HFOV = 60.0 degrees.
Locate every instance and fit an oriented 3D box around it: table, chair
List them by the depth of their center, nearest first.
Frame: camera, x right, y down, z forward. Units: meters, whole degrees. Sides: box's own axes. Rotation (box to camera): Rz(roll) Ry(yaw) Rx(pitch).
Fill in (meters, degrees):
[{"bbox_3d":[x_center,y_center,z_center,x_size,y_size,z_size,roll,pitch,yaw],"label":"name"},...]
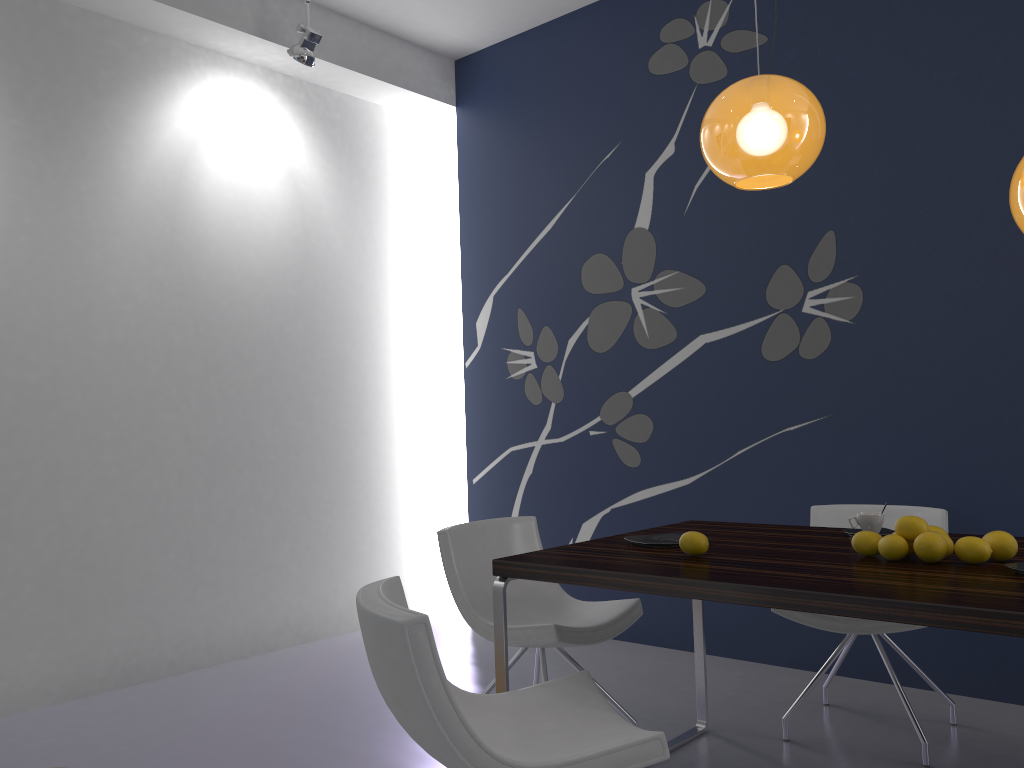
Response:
[{"bbox_3d":[-0.026,0.856,1.993,0.620,0.805,0.508,-1,-3,-14],"label":"chair"},{"bbox_3d":[1.093,0.845,2.275,2.046,0.783,1.127,-4,-4,41],"label":"table"},{"bbox_3d":[0.085,0.913,3.226,0.620,0.805,0.508,-4,-4,41],"label":"chair"},{"bbox_3d":[1.317,0.876,3.287,0.508,0.805,0.620,-4,-3,36],"label":"chair"}]

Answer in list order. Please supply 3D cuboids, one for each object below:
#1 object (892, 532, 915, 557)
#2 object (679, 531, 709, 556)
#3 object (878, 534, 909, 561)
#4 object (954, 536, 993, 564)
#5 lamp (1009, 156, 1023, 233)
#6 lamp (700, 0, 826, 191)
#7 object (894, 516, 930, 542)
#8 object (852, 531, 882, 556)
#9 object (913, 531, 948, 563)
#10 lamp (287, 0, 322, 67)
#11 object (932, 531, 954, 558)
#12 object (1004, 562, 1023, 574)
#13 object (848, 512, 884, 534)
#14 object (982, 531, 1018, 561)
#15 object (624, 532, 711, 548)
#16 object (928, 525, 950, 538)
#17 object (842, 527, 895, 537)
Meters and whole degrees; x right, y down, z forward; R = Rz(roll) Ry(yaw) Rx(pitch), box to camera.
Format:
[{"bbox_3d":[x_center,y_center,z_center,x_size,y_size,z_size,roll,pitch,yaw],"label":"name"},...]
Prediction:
[{"bbox_3d":[1.043,0.425,2.360,0.070,0.068,0.083,-2,-3,10],"label":"object"},{"bbox_3d":[0.512,0.448,2.490,0.070,0.068,0.083,1,-4,-45],"label":"object"},{"bbox_3d":[0.987,0.423,2.296,0.070,0.068,0.083,-2,-3,10],"label":"object"},{"bbox_3d":[1.148,0.414,2.207,0.070,0.068,0.083,1,-4,-45],"label":"object"},{"bbox_3d":[1.338,-1.296,2.110,0.358,1.974,0.359,1,-4,-43],"label":"lamp"},{"bbox_3d":[0.717,-1.414,2.656,0.359,1.645,0.358,0,-4,-38],"label":"lamp"},{"bbox_3d":[1.039,0.376,2.303,0.070,0.068,0.083,1,-4,-45],"label":"object"},{"bbox_3d":[0.957,0.428,2.380,0.070,0.068,0.083,1,-4,-45],"label":"object"},{"bbox_3d":[1.057,0.412,2.239,0.076,0.080,0.094,-4,-4,43],"label":"object"},{"bbox_3d":[-1.038,-1.839,4.438,0.185,0.511,0.150,-4,-4,41],"label":"lamp"},{"bbox_3d":[1.105,0.418,2.307,0.081,0.071,0.069,-3,-3,18],"label":"object"},{"bbox_3d":[1.280,0.427,2.024,0.232,0.020,0.232,-1,-3,-20],"label":"object"},{"bbox_3d":[1.114,0.437,2.773,0.101,0.064,0.081,-1,-3,-24],"label":"object"},{"bbox_3d":[1.228,0.408,2.235,0.079,0.077,0.094,-3,-3,15],"label":"object"},{"bbox_3d":[0.483,0.489,2.766,0.232,0.020,0.232,-1,-3,-20],"label":"object"},{"bbox_3d":[1.128,0.419,2.385,0.094,0.077,0.079,-2,-3,-5],"label":"object"},{"bbox_3d":[1.125,0.468,2.775,0.154,0.020,0.154,-2,-3,-4],"label":"object"}]
